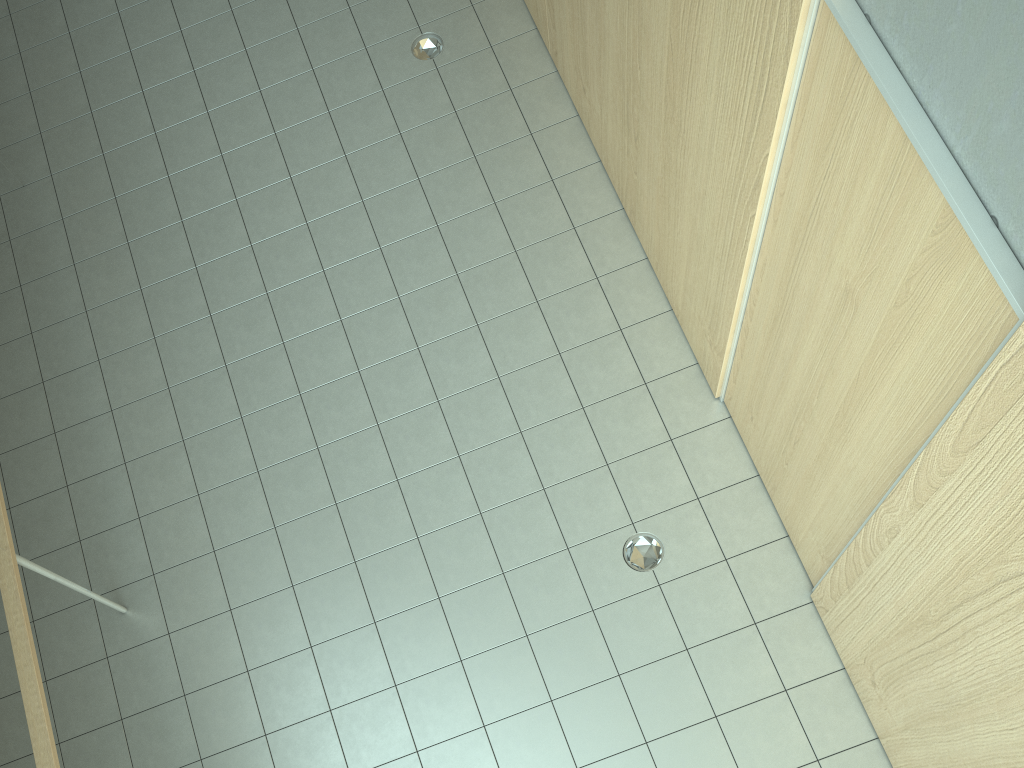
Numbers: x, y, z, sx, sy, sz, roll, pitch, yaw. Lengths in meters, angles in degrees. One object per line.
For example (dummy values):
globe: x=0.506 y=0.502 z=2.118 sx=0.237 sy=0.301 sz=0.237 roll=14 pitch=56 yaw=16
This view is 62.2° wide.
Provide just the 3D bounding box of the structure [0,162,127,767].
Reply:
structure: x=-2.832 y=0.810 z=2.299 sx=1.884 sy=4.635 sz=11.624 roll=-21 pitch=72 yaw=-4
